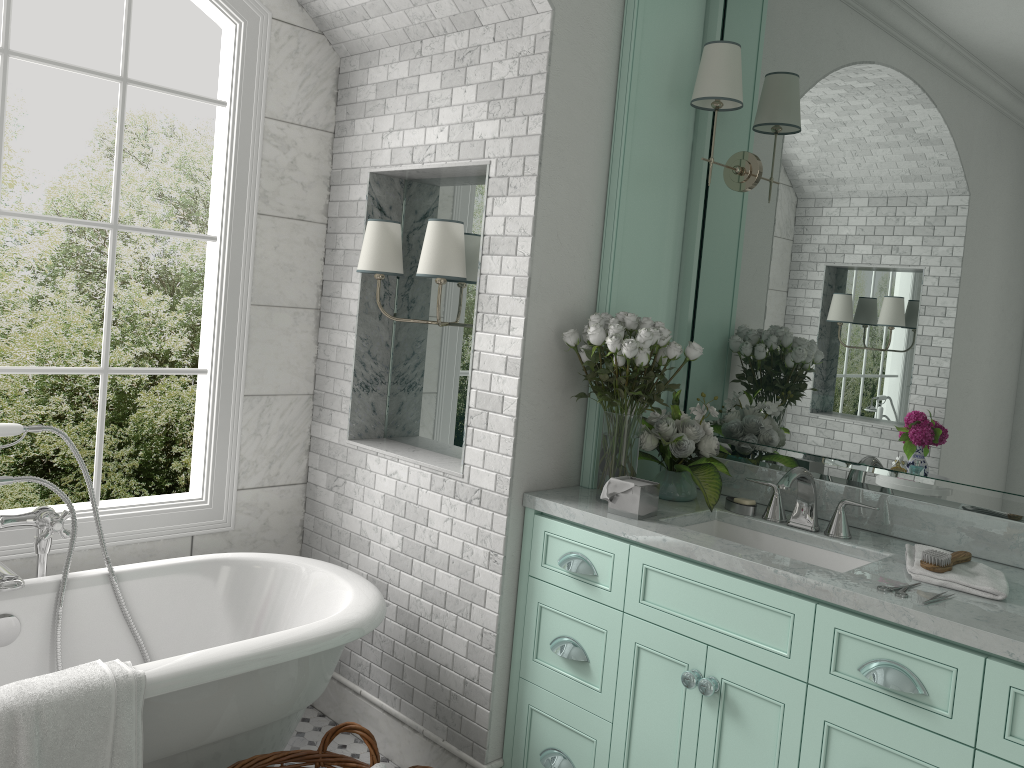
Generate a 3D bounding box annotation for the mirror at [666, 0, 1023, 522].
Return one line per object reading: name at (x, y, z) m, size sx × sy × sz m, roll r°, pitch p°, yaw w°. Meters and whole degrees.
mirror at (1.190, -0.627, 2.926) m, size 1.440 × 1.929 × 0.015 m, roll 9°, pitch 5°, yaw 44°

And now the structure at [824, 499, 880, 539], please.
structure at (1.067, 0.423, 2.778) m, size 0.157 × 0.121 × 0.083 m, roll 7°, pitch 4°, yaw 28°

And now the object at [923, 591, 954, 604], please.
object at (1.061, 0.533, 2.209) m, size 0.167 × 0.005 × 0.020 m, roll 0°, pitch 7°, yaw -41°

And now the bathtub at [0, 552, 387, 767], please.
bathtub at (-1.352, 1.058, 2.507) m, size 0.944 × 0.756 × 2.164 m, roll 9°, pitch 7°, yaw 44°

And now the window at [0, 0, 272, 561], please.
window at (-1.706, -0.565, 2.919) m, size 0.118 × 2.318 × 1.830 m, roll 8°, pitch 5°, yaw 44°

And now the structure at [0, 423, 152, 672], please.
structure at (-1.518, 0.779, 2.817) m, size 0.778 × 1.283 × 0.341 m, roll 3°, pitch 4°, yaw -35°

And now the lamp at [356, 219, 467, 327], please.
lamp at (-0.338, -0.418, 3.354) m, size 0.549 × 0.382 × 0.308 m, roll 10°, pitch 6°, yaw 44°

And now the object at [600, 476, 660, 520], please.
object at (0.374, 0.360, 2.840) m, size 0.136 × 0.112 × 0.147 m, roll 9°, pitch 6°, yaw 40°

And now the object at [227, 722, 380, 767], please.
object at (-0.564, 1.248, 2.254) m, size 0.518 × 0.569 × 0.521 m, roll 4°, pitch 4°, yaw -14°

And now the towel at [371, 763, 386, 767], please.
towel at (-0.508, 1.268, 2.264) m, size 0.460 × 0.468 × 0.383 m, roll 5°, pitch 4°, yaw -6°

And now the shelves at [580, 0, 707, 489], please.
shelves at (1.496, -0.504, 2.345) m, size 2.818 × 2.119 × 0.464 m, roll 9°, pitch 5°, yaw 44°

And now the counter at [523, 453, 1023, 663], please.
counter at (1.325, 0.504, 2.321) m, size 2.816 × 0.181 × 0.823 m, roll 10°, pitch 7°, yaw 44°

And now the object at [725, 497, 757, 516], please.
object at (0.782, 0.418, 3.030) m, size 0.079 × 0.035 × 0.134 m, roll 3°, pitch 6°, yaw -27°

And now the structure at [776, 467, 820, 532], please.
structure at (0.913, 0.365, 2.804) m, size 0.103 × 0.204 × 0.234 m, roll 7°, pitch 5°, yaw 33°

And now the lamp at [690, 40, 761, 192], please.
lamp at (0.758, -0.941, 3.157) m, size 0.183 × 0.487 × 0.308 m, roll 8°, pitch 5°, yaw 43°

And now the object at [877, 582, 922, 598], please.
object at (0.996, 0.521, 2.283) m, size 0.075 × 0.007 × 0.175 m, roll 9°, pitch 7°, yaw 36°

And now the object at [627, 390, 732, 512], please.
object at (0.594, 0.213, 3.147) m, size 0.394 × 0.401 × 0.454 m, roll 1°, pitch 6°, yaw -44°

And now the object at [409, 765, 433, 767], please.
object at (-0.195, 1.399, 2.651) m, size 0.551 × 0.260 × 0.345 m, roll 8°, pitch 6°, yaw 35°

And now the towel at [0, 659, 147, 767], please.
towel at (-1.119, 0.927, 2.160) m, size 0.374 × 0.462 × 0.454 m, roll 1°, pitch 5°, yaw -43°

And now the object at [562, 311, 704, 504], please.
object at (0.376, 0.082, 3.002) m, size 0.391 × 0.652 × 0.357 m, roll 3°, pitch 4°, yaw -34°

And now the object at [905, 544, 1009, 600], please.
object at (1.199, 0.509, 2.413) m, size 0.318 × 0.056 × 0.239 m, roll 10°, pitch 7°, yaw 41°

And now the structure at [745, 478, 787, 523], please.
structure at (0.847, 0.386, 2.966) m, size 0.157 × 0.121 × 0.083 m, roll 7°, pitch 4°, yaw 28°

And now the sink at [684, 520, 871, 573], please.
sink at (0.789, 0.536, 2.715) m, size 0.604 × 0.079 × 0.346 m, roll 10°, pitch 7°, yaw 44°

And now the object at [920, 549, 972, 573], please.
object at (1.202, 0.478, 2.433) m, size 0.228 × 0.044 × 0.068 m, roll 1°, pitch 6°, yaw -36°

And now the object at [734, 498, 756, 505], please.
object at (0.791, 0.399, 3.011) m, size 0.051 × 0.022 × 0.077 m, roll 3°, pitch 6°, yaw -25°

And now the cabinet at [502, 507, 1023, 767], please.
cabinet at (1.255, 1.134, 2.338) m, size 2.806 × 1.095 × 0.862 m, roll 10°, pitch 6°, yaw 44°
